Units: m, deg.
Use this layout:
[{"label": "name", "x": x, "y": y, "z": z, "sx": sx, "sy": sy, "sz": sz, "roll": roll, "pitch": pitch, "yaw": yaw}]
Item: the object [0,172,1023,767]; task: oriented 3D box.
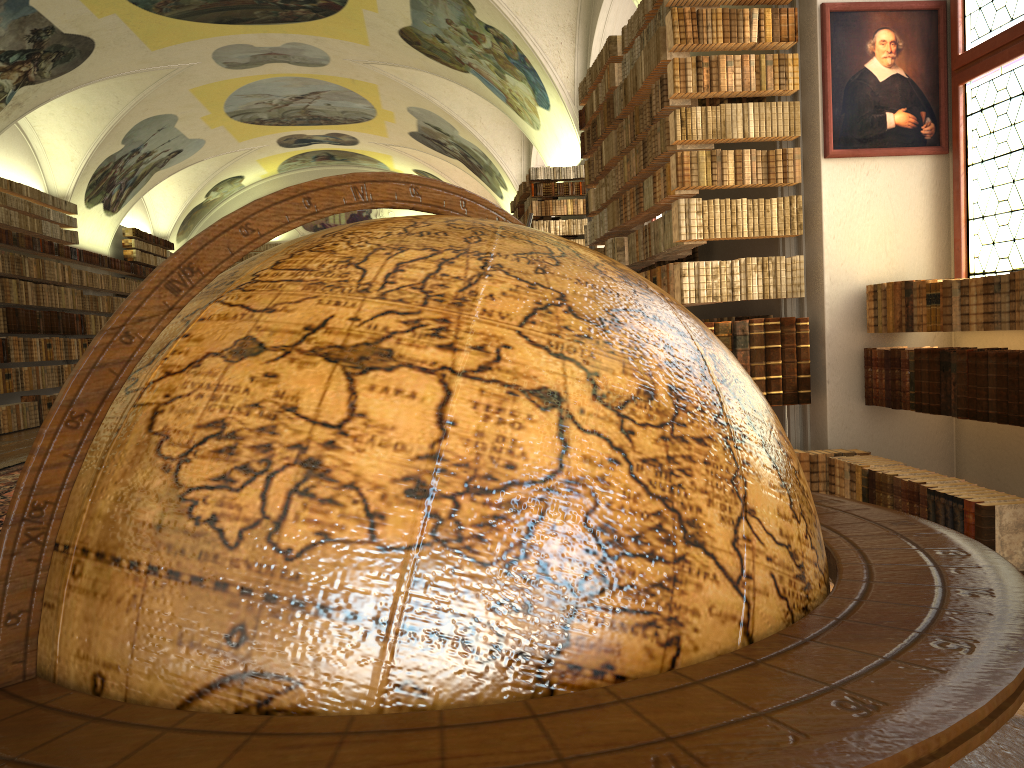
[{"label": "object", "x": -0.080, "y": 0.472, "z": 1.106, "sx": 1.279, "sy": 1.450, "sz": 1.277, "roll": -1, "pitch": 4, "yaw": 32}]

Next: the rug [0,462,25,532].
[{"label": "rug", "x": -3.766, "y": 0.828, "z": 10.989, "sx": 4.703, "sy": 0.064, "sz": 36.862, "roll": -3, "pitch": 3, "yaw": -5}]
